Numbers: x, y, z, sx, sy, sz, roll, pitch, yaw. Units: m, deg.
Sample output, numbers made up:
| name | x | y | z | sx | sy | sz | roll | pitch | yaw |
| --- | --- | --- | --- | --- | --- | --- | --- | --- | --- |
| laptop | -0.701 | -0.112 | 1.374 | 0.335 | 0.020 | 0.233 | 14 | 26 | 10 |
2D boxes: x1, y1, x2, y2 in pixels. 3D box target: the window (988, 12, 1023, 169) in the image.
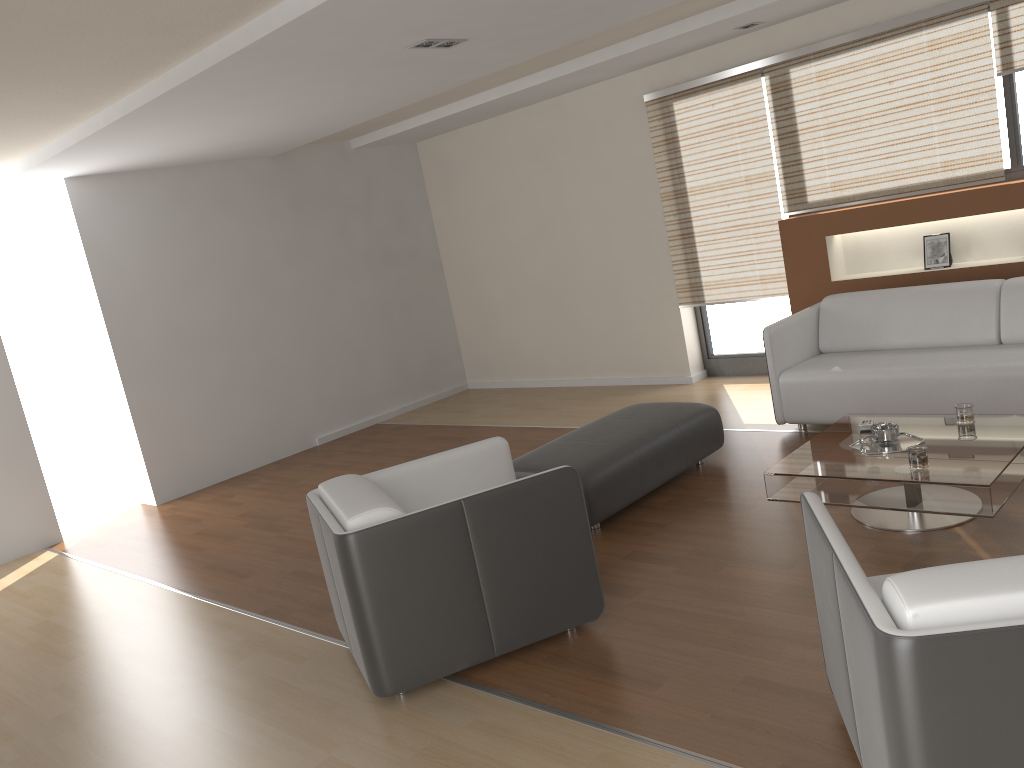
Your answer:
| name | x | y | z | sx | sy | sz | roll | pitch | yaw |
| --- | --- | --- | --- | --- | --- | --- | --- | --- | --- |
| window | 3.057 | -1.806 | 5.433 | 2.817 | 0.986 | 0.010 | -2 | 14 | 44 |

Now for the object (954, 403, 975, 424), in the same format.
| name | x | y | z | sx | sy | sz | roll | pitch | yaw |
| --- | --- | --- | --- | --- | --- | --- | --- | --- | --- |
| object | 2.022 | 0.133 | 3.958 | 0.079 | 0.077 | 0.079 | -5 | 12 | 33 |

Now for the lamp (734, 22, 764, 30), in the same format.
| name | x | y | z | sx | sy | sz | roll | pitch | yaw |
| --- | --- | --- | --- | --- | --- | --- | --- | --- | --- |
| lamp | 1.560 | -2.408 | 5.858 | 0.146 | 0.087 | 0.146 | -2 | 14 | 44 |

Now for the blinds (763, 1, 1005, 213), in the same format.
| name | x | y | z | sx | sy | sz | roll | pitch | yaw |
| --- | --- | --- | --- | --- | --- | --- | --- | --- | --- |
| blinds | 2.354 | -1.727 | 5.751 | 1.432 | 1.044 | 0.001 | -2 | 14 | 44 |

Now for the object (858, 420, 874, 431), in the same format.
| name | x | y | z | sx | sy | sz | roll | pitch | yaw |
| --- | --- | --- | --- | --- | --- | --- | --- | --- | --- |
| object | 1.673 | 0.188 | 4.184 | 0.064 | 0.029 | 0.158 | -7 | 11 | 26 |

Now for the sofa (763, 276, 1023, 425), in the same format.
| name | x | y | z | sx | sy | sz | roll | pitch | yaw |
| --- | --- | --- | --- | --- | --- | --- | --- | --- | --- |
| sofa | 2.640 | -0.197 | 4.866 | 2.238 | 0.661 | 0.919 | -2 | 14 | 44 |

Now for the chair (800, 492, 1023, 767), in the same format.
| name | x | y | z | sx | sy | sz | roll | pitch | yaw |
| --- | --- | --- | --- | --- | --- | --- | --- | --- | --- |
| chair | 1.185 | 0.625 | 2.097 | 0.767 | 0.706 | 0.919 | -10 | 10 | 10 |

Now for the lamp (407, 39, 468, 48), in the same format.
| name | x | y | z | sx | sy | sz | roll | pitch | yaw |
| --- | --- | --- | --- | --- | --- | --- | --- | --- | --- |
| lamp | -0.384 | -1.762 | 4.485 | 0.146 | 0.087 | 0.291 | -2 | 14 | 44 |

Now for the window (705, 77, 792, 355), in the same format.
| name | x | y | z | sx | sy | sz | roll | pitch | yaw |
| --- | --- | --- | --- | --- | --- | --- | --- | --- | --- |
| window | 1.771 | -1.245 | 6.896 | 0.889 | 2.093 | 0.010 | -2 | 14 | 44 |

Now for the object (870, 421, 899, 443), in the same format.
| name | x | y | z | sx | sy | sz | roll | pitch | yaw |
| --- | --- | --- | --- | --- | --- | --- | --- | --- | --- |
| object | 1.653 | 0.211 | 3.927 | 0.118 | 0.079 | 0.117 | -19 | 13 | -37 |

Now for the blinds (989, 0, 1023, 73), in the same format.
| name | x | y | z | sx | sy | sz | roll | pitch | yaw |
| --- | --- | --- | --- | --- | --- | --- | --- | --- | --- |
| blinds | 3.325 | -2.046 | 4.687 | 1.432 | 0.441 | 0.001 | -2 | 14 | 44 |

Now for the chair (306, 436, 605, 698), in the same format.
| name | x | y | z | sx | sy | sz | roll | pitch | yaw |
| --- | --- | --- | --- | --- | --- | --- | --- | --- | --- |
| chair | -0.255 | 0.641 | 3.508 | 0.919 | 0.661 | 0.767 | -15 | 11 | -19 |

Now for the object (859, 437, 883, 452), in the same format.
| name | x | y | z | sx | sy | sz | roll | pitch | yaw |
| --- | --- | --- | --- | --- | --- | --- | --- | --- | --- |
| object | 1.570 | 0.262 | 3.866 | 0.051 | 0.035 | 0.147 | -12 | 10 | -3 |

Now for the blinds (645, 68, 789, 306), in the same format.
| name | x | y | z | sx | sy | sz | roll | pitch | yaw |
| --- | --- | --- | --- | --- | --- | --- | --- | --- | --- |
| blinds | 1.537 | -1.419 | 6.662 | 0.980 | 1.635 | 0.001 | -2 | 14 | 44 |

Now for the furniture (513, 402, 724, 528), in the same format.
| name | x | y | z | sx | sy | sz | roll | pitch | yaw |
| --- | --- | --- | --- | --- | --- | --- | --- | --- | --- |
| furniture | 0.556 | 0.400 | 4.925 | 0.685 | 0.301 | 1.291 | -2 | 14 | 44 |

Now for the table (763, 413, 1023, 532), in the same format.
| name | x | y | z | sx | sy | sz | roll | pitch | yaw |
| --- | --- | --- | --- | --- | --- | --- | --- | --- | --- |
| table | 1.742 | 0.402 | 3.867 | 0.900 | 0.300 | 0.900 | -2 | 14 | 44 |

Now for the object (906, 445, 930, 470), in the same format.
| name | x | y | z | sx | sy | sz | roll | pitch | yaw |
| --- | --- | --- | --- | --- | --- | --- | --- | --- | --- |
| object | 1.618 | 0.292 | 3.533 | 0.079 | 0.077 | 0.079 | -5 | 12 | 33 |

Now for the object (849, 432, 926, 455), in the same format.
| name | x | y | z | sx | sy | sz | roll | pitch | yaw |
| --- | --- | --- | --- | --- | --- | --- | --- | --- | --- |
| object | 1.639 | 0.260 | 3.877 | 0.315 | 0.011 | 0.273 | -19 | 13 | -37 |

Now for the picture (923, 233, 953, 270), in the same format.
| name | x | y | z | sx | sy | sz | roll | pitch | yaw |
| --- | --- | --- | --- | --- | --- | --- | --- | --- | --- |
| picture | 2.763 | -0.864 | 5.756 | 0.159 | 0.216 | 0.133 | -3 | 13 | 39 |
